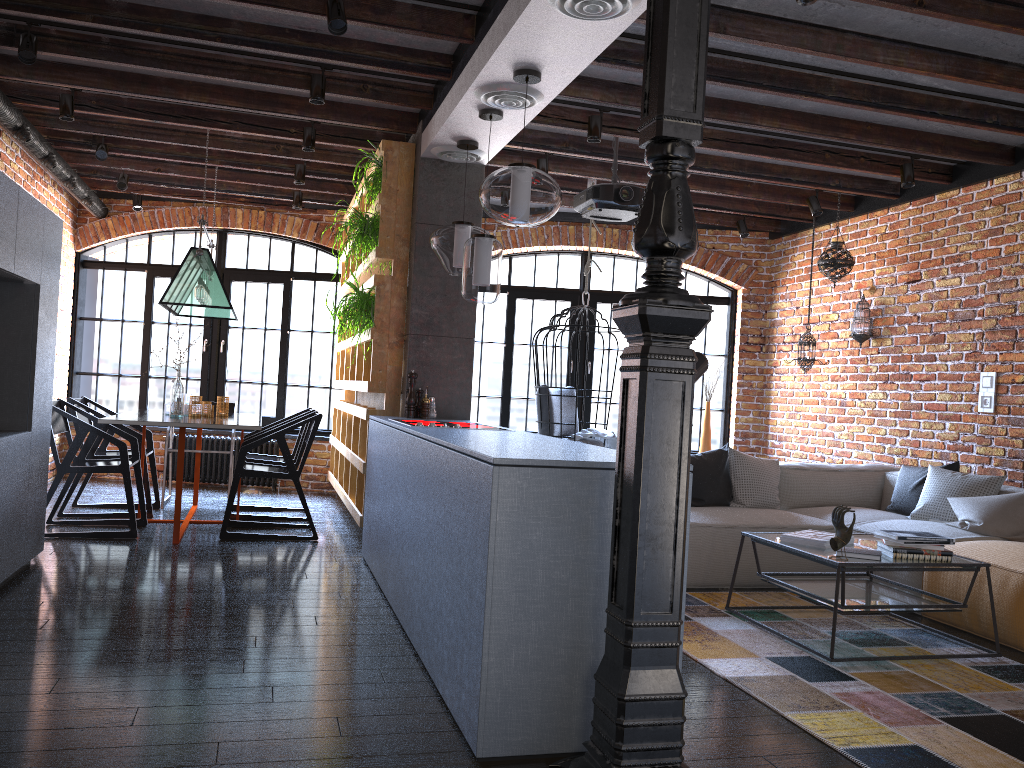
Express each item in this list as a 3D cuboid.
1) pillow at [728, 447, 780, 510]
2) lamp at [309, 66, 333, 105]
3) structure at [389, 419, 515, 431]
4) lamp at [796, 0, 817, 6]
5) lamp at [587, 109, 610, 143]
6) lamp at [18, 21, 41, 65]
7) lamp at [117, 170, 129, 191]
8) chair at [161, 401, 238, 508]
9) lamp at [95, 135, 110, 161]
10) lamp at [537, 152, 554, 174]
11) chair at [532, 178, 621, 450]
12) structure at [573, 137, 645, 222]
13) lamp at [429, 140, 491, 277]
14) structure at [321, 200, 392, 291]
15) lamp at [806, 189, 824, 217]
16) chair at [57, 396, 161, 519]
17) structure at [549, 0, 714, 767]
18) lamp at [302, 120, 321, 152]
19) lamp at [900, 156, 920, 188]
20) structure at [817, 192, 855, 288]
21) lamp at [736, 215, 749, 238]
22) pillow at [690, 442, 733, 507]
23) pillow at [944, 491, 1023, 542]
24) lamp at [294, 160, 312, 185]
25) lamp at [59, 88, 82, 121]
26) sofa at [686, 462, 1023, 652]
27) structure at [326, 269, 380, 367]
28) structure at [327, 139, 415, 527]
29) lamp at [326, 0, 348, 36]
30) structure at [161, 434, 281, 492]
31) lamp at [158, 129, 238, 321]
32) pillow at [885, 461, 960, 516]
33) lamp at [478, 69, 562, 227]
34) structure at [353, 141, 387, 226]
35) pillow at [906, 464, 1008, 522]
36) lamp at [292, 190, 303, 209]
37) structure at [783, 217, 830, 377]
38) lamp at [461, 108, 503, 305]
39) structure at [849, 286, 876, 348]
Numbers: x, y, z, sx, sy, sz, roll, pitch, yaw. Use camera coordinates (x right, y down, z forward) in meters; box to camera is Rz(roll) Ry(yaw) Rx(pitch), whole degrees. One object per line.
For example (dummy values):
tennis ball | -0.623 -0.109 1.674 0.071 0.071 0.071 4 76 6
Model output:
pillow | 1.546 0.604 5.629 0.543 0.402 0.250 4 0 -33
lamp | -1.032 -1.609 4.769 0.116 0.184 0.082 3 0 35
structure | -0.328 0.218 4.522 0.504 0.057 0.763 3 -1 -16
lamp | 1.082 -1.500 3.246 0.083 0.190 0.161 3 0 21
lamp | 0.504 -1.516 5.209 0.119 0.184 0.082 3 0 -19
lamp | -2.383 -1.678 4.378 0.093 0.210 0.148 3 0 -28
lamp | -3.209 -1.697 7.331 0.093 0.206 0.160 3 0 -19
chair | -2.477 0.543 7.068 0.495 0.818 0.610 3 0 -16
lamp | -2.939 -1.694 6.375 0.093 0.201 0.162 3 0 -22
lamp | 0.225 -1.519 6.199 0.116 0.188 0.083 3 0 37
chair | 0.520 -0.494 6.912 0.682 2.220 0.802 3 0 30
structure | 0.647 -1.457 5.572 0.409 0.816 0.464 3 0 -16
lamp | -0.270 -0.984 4.984 0.367 0.747 0.367 3 0 38
structure | -0.927 -0.882 5.597 0.422 0.620 0.571 3 -1 44
lamp | 2.315 -1.382 6.781 0.133 0.208 0.090 3 0 42
chair | -2.843 0.514 6.347 0.610 0.818 0.495 3 0 -16
structure | 3.663 0.084 4.595 8.515 2.394 0.481 4 0 -35
lamp | -1.309 -1.615 5.769 0.113 0.184 0.082 3 0 41
lamp | 2.592 -1.384 5.795 0.085 0.194 0.113 4 0 -45
structure | 2.452 -1.111 6.686 0.265 0.779 0.273 3 0 24
lamp | 2.031 -1.388 7.804 0.093 0.208 0.134 4 0 -40
pillow | 1.215 0.571 5.562 0.538 0.417 0.238 4 0 -26
pillow | 2.634 0.698 4.850 0.485 0.314 0.358 3 -1 27
lamp | -1.601 -1.621 6.781 0.124 0.184 0.082 4 0 -32
lamp | -2.681 -1.696 5.368 0.123 0.189 0.083 3 0 19
sofa | 1.956 0.857 4.541 2.536 0.697 3.300 3 -1 -16
structure | -0.923 -0.402 5.639 0.422 0.620 0.570 3 0 4
structure | -1.146 -0.312 6.815 0.206 2.381 2.829 3 0 -16
lamp | -0.742 -1.590 3.787 0.093 0.210 0.145 3 0 -24
structure | -2.672 0.719 8.160 1.115 0.476 0.106 3 0 2
lamp | -2.164 -1.136 6.302 0.465 1.267 1.258 3 0 -16
pillow | 2.563 0.658 5.565 0.263 0.400 0.510 3 0 -21
lamp | 0.048 -1.018 3.859 0.364 0.665 0.364 4 0 -33
structure | -0.749 -1.238 5.659 0.570 0.620 0.422 4 0 -26
pillow | 2.602 0.671 5.223 0.293 0.354 0.495 4 -1 -30
lamp | -1.861 -1.626 7.740 0.112 0.184 0.082 3 0 43
structure | 2.389 -0.776 7.098 0.389 1.437 0.338 3 0 -15
lamp | -0.131 -0.878 4.419 0.194 0.955 0.198 3 0 14
structure | 2.671 -0.516 6.758 0.169 0.482 0.169 3 0 -16
